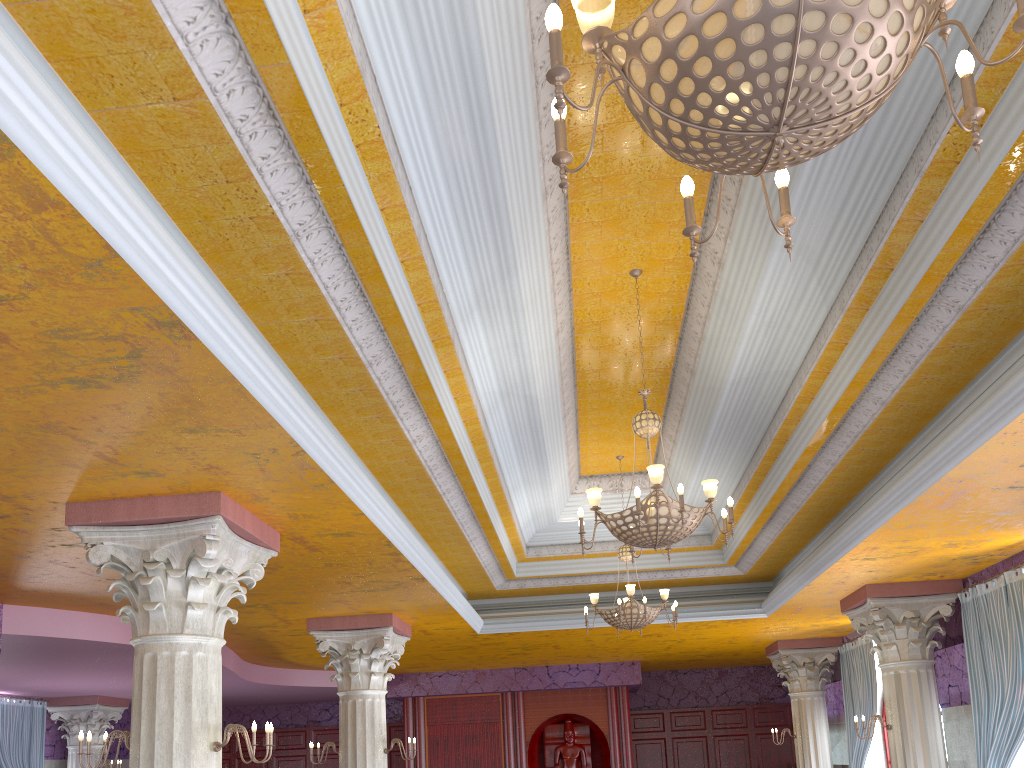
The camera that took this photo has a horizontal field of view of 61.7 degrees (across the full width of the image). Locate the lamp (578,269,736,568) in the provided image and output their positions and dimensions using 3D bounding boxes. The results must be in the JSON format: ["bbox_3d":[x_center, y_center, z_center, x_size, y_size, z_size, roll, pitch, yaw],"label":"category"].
[{"bbox_3d":[0.950,0.159,6.097,0.976,2.059,0.997,8,-17,-39],"label":"lamp"}]

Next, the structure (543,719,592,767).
[{"bbox_3d":[1.088,7.500,16.845,0.966,1.748,0.677,-4,-12,5],"label":"structure"}]

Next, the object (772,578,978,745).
[{"bbox_3d":[4.558,1.956,4.836,2.095,3.383,31.256,-4,-24,4],"label":"object"}]

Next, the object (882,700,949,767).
[{"bbox_3d":[5.937,4.852,12.153,0.160,2.393,3.818,-3,-20,4],"label":"object"}]

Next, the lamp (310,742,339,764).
[{"bbox_3d":[-2.288,4.531,10.521,0.381,0.258,0.364,0,-19,-7],"label":"lamp"}]

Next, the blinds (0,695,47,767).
[{"bbox_3d":[-8.312,6.851,14.240,0.245,3.150,1.939,-3,-14,3],"label":"blinds"}]

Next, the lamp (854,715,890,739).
[{"bbox_3d":[4.179,3.991,9.966,0.381,0.258,0.364,0,-19,-7],"label":"lamp"}]

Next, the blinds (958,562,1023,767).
[{"bbox_3d":[4.964,3.611,8.485,0.245,3.329,1.804,-4,-13,5],"label":"blinds"}]

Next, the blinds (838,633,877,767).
[{"bbox_3d":[5.406,5.618,13.100,0.245,3.329,1.804,-4,-13,5],"label":"blinds"}]

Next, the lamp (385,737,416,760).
[{"bbox_3d":[-1.344,4.427,10.383,0.381,0.258,0.364,0,-19,-7],"label":"lamp"}]

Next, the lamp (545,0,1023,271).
[{"bbox_3d":[0.574,-1.550,2.166,0.976,2.059,0.997,8,-17,-39],"label":"lamp"}]

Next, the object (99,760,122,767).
[{"bbox_3d":[-5.107,6.726,14.168,5.825,1.126,0.364,-18,-18,32],"label":"object"}]

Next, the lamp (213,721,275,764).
[{"bbox_3d":[-1.793,2.387,5.692,0.381,0.258,0.364,0,-19,-7],"label":"lamp"}]

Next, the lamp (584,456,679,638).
[{"bbox_3d":[1.321,1.840,9.965,0.976,2.059,0.997,8,-17,-39],"label":"lamp"}]

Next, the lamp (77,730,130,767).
[{"bbox_3d":[-2.732,2.511,5.875,0.381,0.258,0.364,0,-19,-7],"label":"lamp"}]
